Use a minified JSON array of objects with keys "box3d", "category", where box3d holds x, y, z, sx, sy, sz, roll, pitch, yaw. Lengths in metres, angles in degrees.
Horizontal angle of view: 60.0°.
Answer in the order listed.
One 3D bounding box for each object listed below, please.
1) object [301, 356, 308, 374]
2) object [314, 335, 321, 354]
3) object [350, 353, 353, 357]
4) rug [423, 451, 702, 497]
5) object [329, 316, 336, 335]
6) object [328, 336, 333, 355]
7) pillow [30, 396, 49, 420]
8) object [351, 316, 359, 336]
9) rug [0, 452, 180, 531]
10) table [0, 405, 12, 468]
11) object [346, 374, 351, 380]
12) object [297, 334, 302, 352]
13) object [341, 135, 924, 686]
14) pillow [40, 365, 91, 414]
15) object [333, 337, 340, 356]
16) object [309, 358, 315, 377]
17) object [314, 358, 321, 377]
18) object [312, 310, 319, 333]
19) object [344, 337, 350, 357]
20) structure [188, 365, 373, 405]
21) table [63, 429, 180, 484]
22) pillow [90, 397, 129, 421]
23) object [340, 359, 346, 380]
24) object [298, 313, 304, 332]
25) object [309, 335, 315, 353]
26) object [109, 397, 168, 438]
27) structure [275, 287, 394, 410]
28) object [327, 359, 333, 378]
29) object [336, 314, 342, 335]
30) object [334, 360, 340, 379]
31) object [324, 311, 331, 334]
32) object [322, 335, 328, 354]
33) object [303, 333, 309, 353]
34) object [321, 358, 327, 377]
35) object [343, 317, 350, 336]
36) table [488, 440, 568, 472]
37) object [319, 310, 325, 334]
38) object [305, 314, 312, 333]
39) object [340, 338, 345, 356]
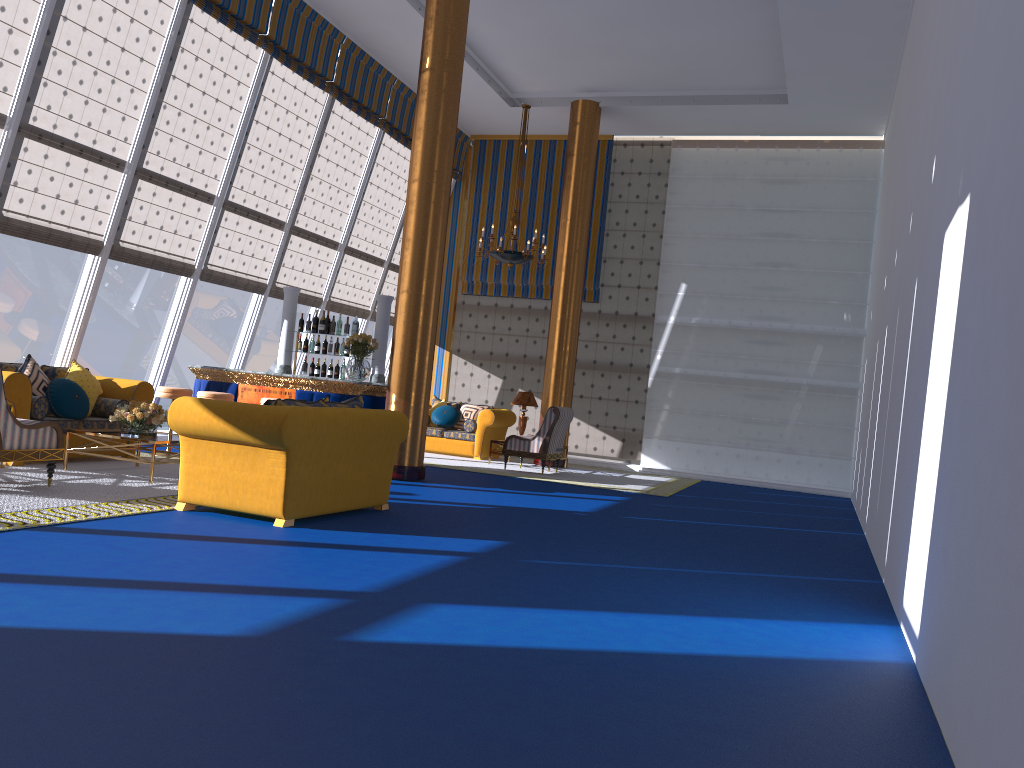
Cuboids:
[{"box3d":[-2.665,-0.246,11.429,0.071,0.242,0.071,6,0,1],"category":"object"},{"box3d":[-2.491,-0.511,11.395,0.068,0.244,0.068,6,0,0],"category":"object"},{"box3d":[-2.023,-0.466,11.319,0.071,0.244,0.072,5,-1,40],"category":"object"},{"box3d":[-0.404,1.220,13.797,6.215,0.011,3.618,5,-1,18],"category":"rug"},{"box3d":[-2.295,-0.754,11.376,0.077,0.247,0.076,6,0,-17],"category":"object"},{"box3d":[-2.321,-0.495,11.359,0.057,0.239,0.056,6,0,-6],"category":"object"},{"box3d":[-4.453,0.204,8.134,0.370,0.219,0.176,5,-1,18],"category":"pillow"},{"box3d":[-2.003,-0.737,11.354,0.091,0.259,0.092,6,0,2],"category":"object"},{"box3d":[-4.185,0.742,6.849,3.568,0.010,6.299,5,-1,19],"category":"rug"},{"box3d":[-5.141,0.376,7.347,1.229,0.549,1.159,5,-1,19],"category":"table"},{"box3d":[-2.089,-0.179,11.373,0.061,0.258,0.062,6,0,19],"category":"object"},{"box3d":[-2.734,-0.527,11.432,0.066,0.225,0.066,6,0,-12],"category":"object"},{"box3d":[-0.328,-7.077,8.365,62.725,33.600,63.827,5,-1,26],"category":"object"},{"box3d":[-4.583,0.089,9.036,0.245,0.546,0.614,6,-1,17],"category":"pillow"},{"box3d":[-2.242,-0.483,11.365,0.071,0.232,0.071,6,0,-2],"category":"object"},{"box3d":[-2.572,-0.219,11.435,0.065,0.244,0.066,6,0,23],"category":"object"},{"box3d":[-2.496,-0.212,11.411,0.068,0.244,0.068,6,0,0],"category":"object"},{"box3d":[-2.527,-0.805,11.428,0.080,0.303,0.082,6,0,25],"category":"object"},{"box3d":[-2.100,-0.473,11.342,0.068,0.244,0.068,6,0,0],"category":"object"},{"box3d":[-2.803,0.402,10.491,2.304,1.065,0.771,6,-1,8],"category":"structure"},{"box3d":[-3.392,0.654,8.208,0.968,0.369,0.913,5,-1,19],"category":"table"},{"box3d":[-4.130,0.250,9.080,0.370,0.219,0.216,5,-1,19],"category":"pillow"},{"box3d":[-2.164,-0.191,11.388,0.069,0.269,0.068,6,0,-20],"category":"object"},{"box3d":[-2.730,-0.798,11.510,0.065,0.244,0.066,6,0,23],"category":"object"},{"box3d":[-2.566,-0.514,11.418,0.059,0.230,0.058,6,0,-22],"category":"object"},{"box3d":[-3.387,0.316,8.111,0.454,0.388,0.504,6,-1,0],"category":"object"},{"box3d":[-2.553,-0.125,11.568,2.303,2.196,0.772,6,0,10],"category":"structure"},{"box3d":[-2.325,-0.199,11.386,0.068,0.244,0.068,6,0,0],"category":"object"},{"box3d":[-2.205,-0.760,11.339,0.068,0.271,0.070,5,0,30],"category":"object"},{"box3d":[-2.242,-0.187,11.380,0.065,0.244,0.065,6,0,0],"category":"object"},{"box3d":[-2.373,-0.791,11.402,0.080,0.303,0.082,5,0,36],"category":"object"},{"box3d":[-2.395,-0.505,11.380,0.065,0.244,0.065,6,0,0],"category":"object"},{"box3d":[-2.653,-0.530,11.433,0.065,0.244,0.065,6,0,0],"category":"object"},{"box3d":[-2.411,-0.208,11.386,0.065,0.244,0.065,6,0,0],"category":"object"},{"box3d":[-2.109,-0.739,11.347,0.073,0.246,0.072,6,0,-22],"category":"object"},{"box3d":[0.264,1.098,13.701,0.968,0.369,0.913,5,-1,19],"category":"table"},{"box3d":[-2.428,-0.795,11.394,0.084,0.302,0.085,6,0,13],"category":"object"},{"box3d":[-2.637,-0.789,11.524,0.073,0.246,0.072,6,0,-22],"category":"object"},{"box3d":[-2.167,-0.475,11.363,0.059,0.230,0.058,6,0,-22],"category":"object"}]
